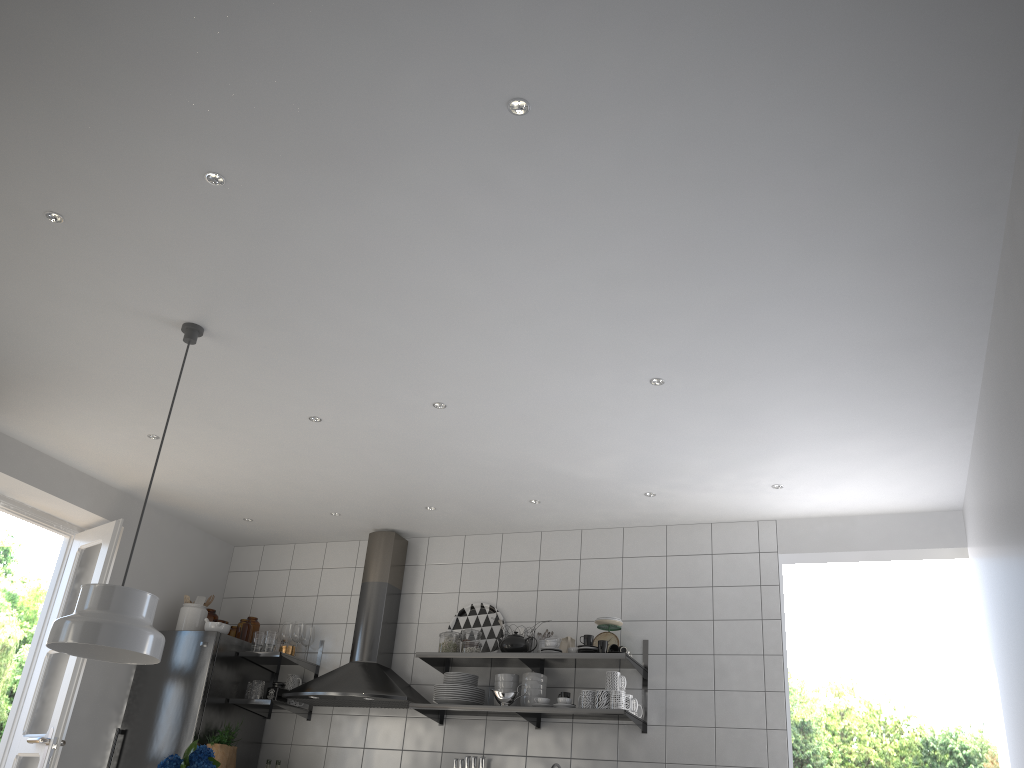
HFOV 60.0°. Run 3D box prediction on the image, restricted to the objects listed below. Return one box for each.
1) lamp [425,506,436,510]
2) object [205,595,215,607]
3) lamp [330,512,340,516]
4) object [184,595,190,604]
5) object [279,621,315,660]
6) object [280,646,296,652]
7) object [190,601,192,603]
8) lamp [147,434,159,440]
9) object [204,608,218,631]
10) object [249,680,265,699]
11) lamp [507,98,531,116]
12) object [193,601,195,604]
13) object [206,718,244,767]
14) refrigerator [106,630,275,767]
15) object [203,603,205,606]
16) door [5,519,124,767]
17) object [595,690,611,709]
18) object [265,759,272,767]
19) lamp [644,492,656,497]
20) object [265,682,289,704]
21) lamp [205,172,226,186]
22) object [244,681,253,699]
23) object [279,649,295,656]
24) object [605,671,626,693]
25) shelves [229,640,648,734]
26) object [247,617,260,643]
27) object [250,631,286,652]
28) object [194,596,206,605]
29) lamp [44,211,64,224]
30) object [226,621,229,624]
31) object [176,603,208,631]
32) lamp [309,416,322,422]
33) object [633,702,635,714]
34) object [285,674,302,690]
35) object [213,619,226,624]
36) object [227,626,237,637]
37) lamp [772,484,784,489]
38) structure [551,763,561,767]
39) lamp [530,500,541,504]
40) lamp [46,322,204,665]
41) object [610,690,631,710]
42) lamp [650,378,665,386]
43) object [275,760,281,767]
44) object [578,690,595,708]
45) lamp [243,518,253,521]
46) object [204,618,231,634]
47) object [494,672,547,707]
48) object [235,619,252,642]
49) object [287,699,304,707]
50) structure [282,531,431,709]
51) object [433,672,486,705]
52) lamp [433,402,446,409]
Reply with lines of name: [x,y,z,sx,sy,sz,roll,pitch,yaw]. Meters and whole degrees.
lamp: [-0.497,0.751,5.424,0.064,0.030,0.065,-3,-28,15]
object: [-2.043,1.528,5.830,0.131,0.291,0.057,4,-26,3]
lamp: [-1.130,0.824,5.674,0.064,0.030,0.065,-3,-28,15]
object: [-2.137,1.519,5.794,0.054,0.258,0.151,6,-26,-1]
object: [-1.428,1.707,5.846,0.193,0.241,0.208,-5,-28,20]
object: [-1.432,1.695,5.643,0.101,0.047,0.100,-21,-37,41]
object: [-2.122,1.534,5.809,0.061,0.247,0.118,23,-31,-32]
lamp: [-1.917,0.273,4.742,0.064,0.030,0.065,-3,-28,15]
object: [-2.065,1.641,5.980,0.118,0.232,0.118,26,-33,-36]
object: [-1.582,1.906,5.509,0.086,0.118,0.087,-4,-28,18]
lamp: [0.019,-0.761,2.409,0.064,0.030,0.065,0,-27,10]
object: [-2.084,1.552,5.836,0.118,0.246,0.034,-6,-28,22]
object: [-1.732,2.228,5.261,0.173,0.501,0.287,0,-27,10]
refrigerator: [-2.041,2.483,5.417,0.577,1.773,0.704,-6,-28,21]
object: [-2.052,1.550,5.825,0.051,0.243,0.116,10,-27,-10]
door: [-2.644,1.902,4.965,0.605,2.291,0.158,-18,-34,39]
object: [0.493,1.681,4.696,0.108,0.098,0.084,-1,-27,12]
object: [-1.534,2.482,5.500,0.066,0.278,0.067,-3,-27,17]
lamp: [0.769,0.605,4.926,0.064,0.030,0.065,-3,-28,15]
object: [-1.464,1.928,5.535,0.100,0.121,0.101,-12,-31,30]
lamp: [-0.930,-0.651,2.783,0.064,0.030,0.065,0,-27,10]
object: [-1.638,1.941,5.586,0.086,0.118,0.087,-12,-31,30]
object: [-1.432,1.714,5.634,0.100,0.036,0.101,-18,-35,38]
object: [0.546,1.586,4.718,0.083,0.098,0.109,20,-30,-28]
shelves: [-0.490,1.737,5.277,2.543,0.504,0.433,-7,-29,21]
object: [-1.750,1.658,5.916,0.097,0.192,0.098,-6,-28,21]
object: [-1.566,1.675,5.689,0.190,0.132,0.232,-2,-28,13]
object: [-2.087,1.520,5.819,0.064,0.285,0.143,6,-26,-2]
lamp: [-1.563,-0.578,3.032,0.064,0.030,0.065,0,-27,10]
object: [-2.002,1.720,6.068,0.114,0.184,0.114,23,-32,-32]
object: [-2.093,1.556,5.791,0.174,0.205,0.176,-4,-28,17]
lamp: [-0.968,0.164,4.368,0.064,0.030,0.065,-3,-28,15]
object: [0.608,1.759,4.827,0.083,0.098,0.109,20,-30,-28]
object: [-1.416,1.934,5.729,0.083,0.098,0.109,20,-30,-28]
object: [-1.961,1.652,5.896,0.114,0.152,0.114,24,-32,-33]
object: [-1.857,1.687,5.918,0.094,0.125,0.094,-19,-35,40]
lamp: [1.402,0.532,4.676,0.064,0.030,0.065,-3,-28,15]
structure: [0.272,2.231,4.759,0.189,0.347,0.278,5,-26,0]
lamp: [0.136,0.678,5.175,0.064,0.030,0.065,-3,-28,15]
lamp: [-1.363,0.354,3.359,0.376,1.303,0.377,22,-31,-31]
object: [0.570,1.672,4.665,0.108,0.098,0.084,-1,-27,12]
lamp: [0.614,-0.019,3.744,0.064,0.030,0.065,-3,-28,15]
object: [-1.460,2.471,5.465,0.090,0.277,0.083,-6,-28,21]
object: [0.404,1.699,4.746,0.083,0.098,0.110,8,-27,-6]
lamp: [-1.762,0.897,5.923,0.064,0.030,0.065,-3,-28,15]
object: [-1.882,1.565,5.668,0.159,0.108,0.175,-4,-28,17]
object: [0.044,1.771,5.073,0.310,0.213,0.152,-5,-28,19]
object: [-1.762,1.626,5.811,0.094,0.151,0.094,-20,-36,41]
object: [-1.392,2.020,5.676,0.108,0.098,0.084,-1,-27,12]
structure: [-0.920,1.446,5.597,0.869,1.076,0.479,-6,-28,21]
object: [-0.304,1.786,5.137,0.307,0.192,0.305,-9,-30,25]
lamp: [-0.335,0.091,4.118,0.064,0.030,0.065,-3,-28,15]
